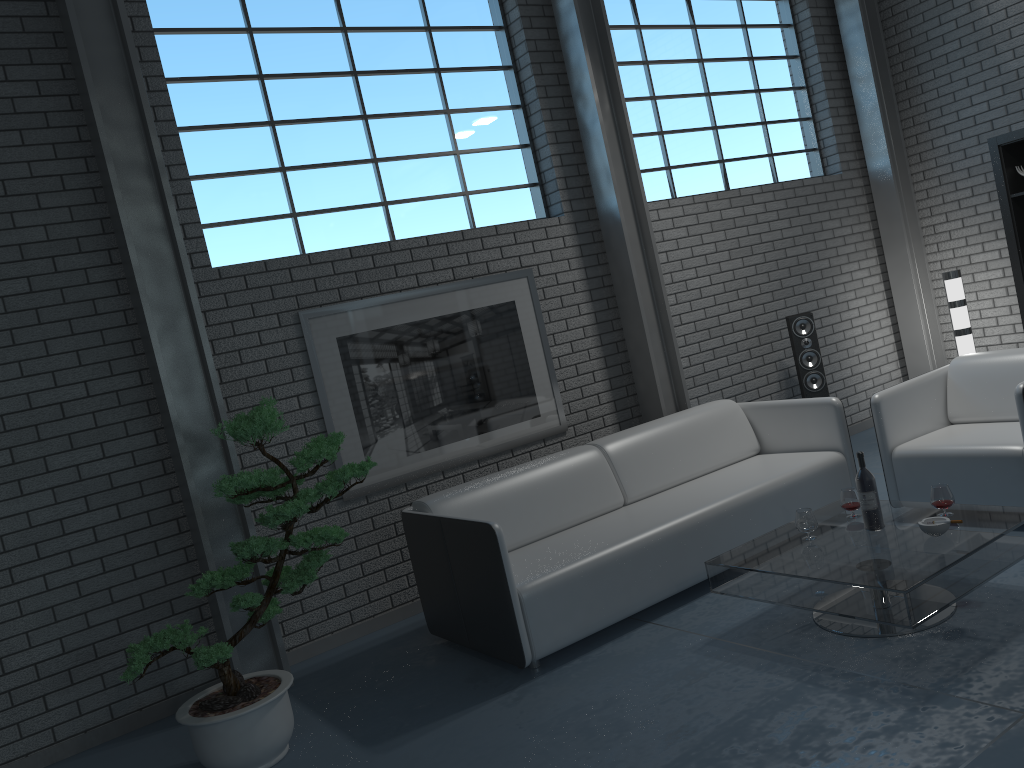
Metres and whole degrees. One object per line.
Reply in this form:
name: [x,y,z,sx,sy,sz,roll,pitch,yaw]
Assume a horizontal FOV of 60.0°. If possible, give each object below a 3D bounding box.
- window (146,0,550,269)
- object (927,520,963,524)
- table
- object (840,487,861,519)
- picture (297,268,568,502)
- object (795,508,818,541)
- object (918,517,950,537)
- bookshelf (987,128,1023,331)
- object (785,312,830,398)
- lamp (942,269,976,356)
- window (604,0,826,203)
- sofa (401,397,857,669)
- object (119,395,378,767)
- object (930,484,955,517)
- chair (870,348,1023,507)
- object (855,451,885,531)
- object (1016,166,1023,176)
window: [-0.843,-1.521,5.060,2.200,1.500,0.100,-15,4,-32]
object: [1.591,0.520,3.250,0.024,0.052,0.128,-16,5,-39]
table: [1.419,0.739,3.465,0.900,0.300,0.900,-15,4,-32]
object: [1.433,0.502,3.748,0.089,0.120,0.089,-11,4,23]
picture: [-0.381,-0.041,4.986,1.490,1.015,0.020,-15,4,-32]
object: [1.192,0.567,3.587,0.089,0.120,0.089,-11,4,23]
object: [1.567,0.534,3.283,0.108,0.056,0.108,-15,4,-36]
bookshelf: [4.073,-0.817,5.304,0.419,1.920,1.930,-15,4,-32]
object: [2.082,0.033,6.112,0.159,1.045,0.254,-12,4,13]
lamp: [3.171,-0.248,6.197,0.140,1.100,0.098,-11,4,20]
window: [1.444,-2.139,6.552,2.200,1.500,0.100,-15,4,-32]
sofa: [0.654,0.614,4.498,2.238,0.661,0.919,-15,4,-32]
object: [-0.969,0.745,3.344,1.032,1.362,0.586,-12,4,17]
object: [1.695,0.459,3.493,0.089,0.120,0.089,-11,4,23]
chair: [2.444,0.208,4.468,0.919,0.661,0.767,-15,4,-34]
object: [1.408,0.422,3.514,0.079,0.316,0.079,-13,4,1]
object: [3.504,-1.390,5.844,0.106,0.180,0.308,-16,5,-42]
